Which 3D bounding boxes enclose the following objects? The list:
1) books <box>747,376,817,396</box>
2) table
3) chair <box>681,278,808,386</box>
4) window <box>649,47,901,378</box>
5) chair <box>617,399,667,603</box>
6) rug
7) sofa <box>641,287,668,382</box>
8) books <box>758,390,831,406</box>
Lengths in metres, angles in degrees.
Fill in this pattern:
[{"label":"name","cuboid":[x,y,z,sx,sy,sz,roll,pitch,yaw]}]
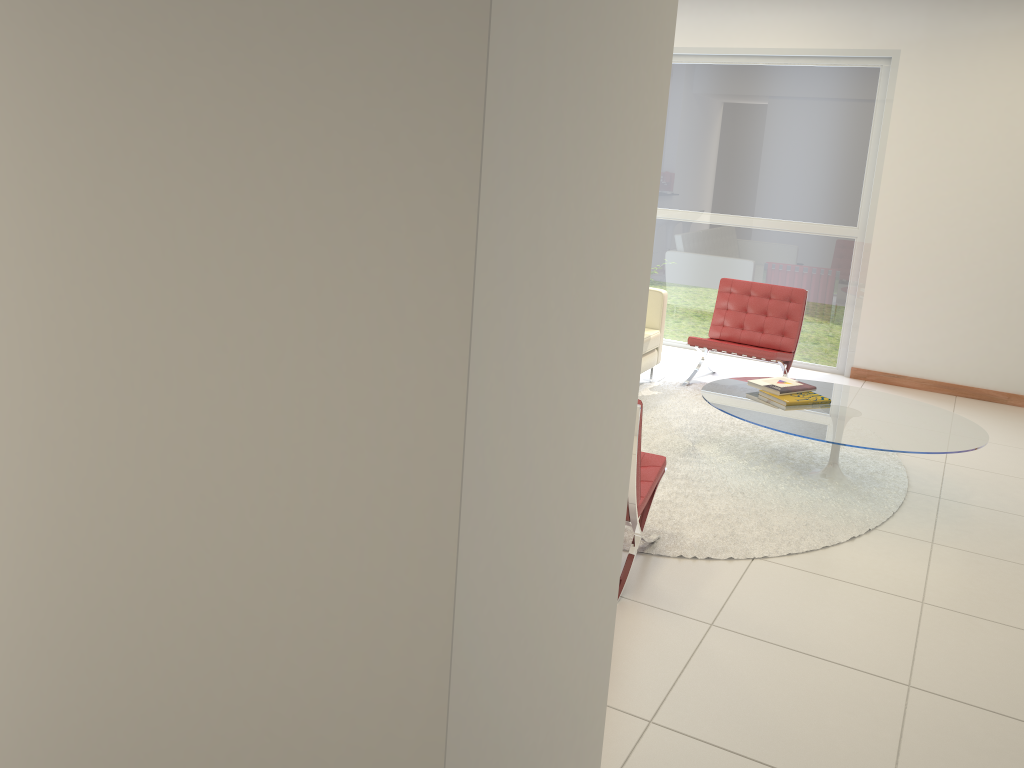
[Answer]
[{"label":"books","cuboid":[1.619,0.011,5.319,0.324,0.026,0.258,-6,18,-32]},{"label":"table","cuboid":[1.834,0.341,5.069,1.543,0.399,1.332,11,16,25]},{"label":"chair","cuboid":[1.829,-0.362,6.925,0.704,0.807,0.711,12,15,31]},{"label":"window","cuboid":[1.525,-1.678,8.148,3.447,2.682,0.122,11,14,27]},{"label":"chair","cuboid":[0.259,0.344,3.859,0.702,0.807,0.713,9,14,22]},{"label":"rug","cuboid":[1.122,0.387,5.478,2.454,0.004,3.355,12,17,27]},{"label":"sofa","cuboid":[0.164,-0.292,5.996,1.005,0.911,2.587,11,16,26]},{"label":"books","cuboid":[1.655,0.076,5.188,0.324,0.026,0.259,-2,16,-22]}]
